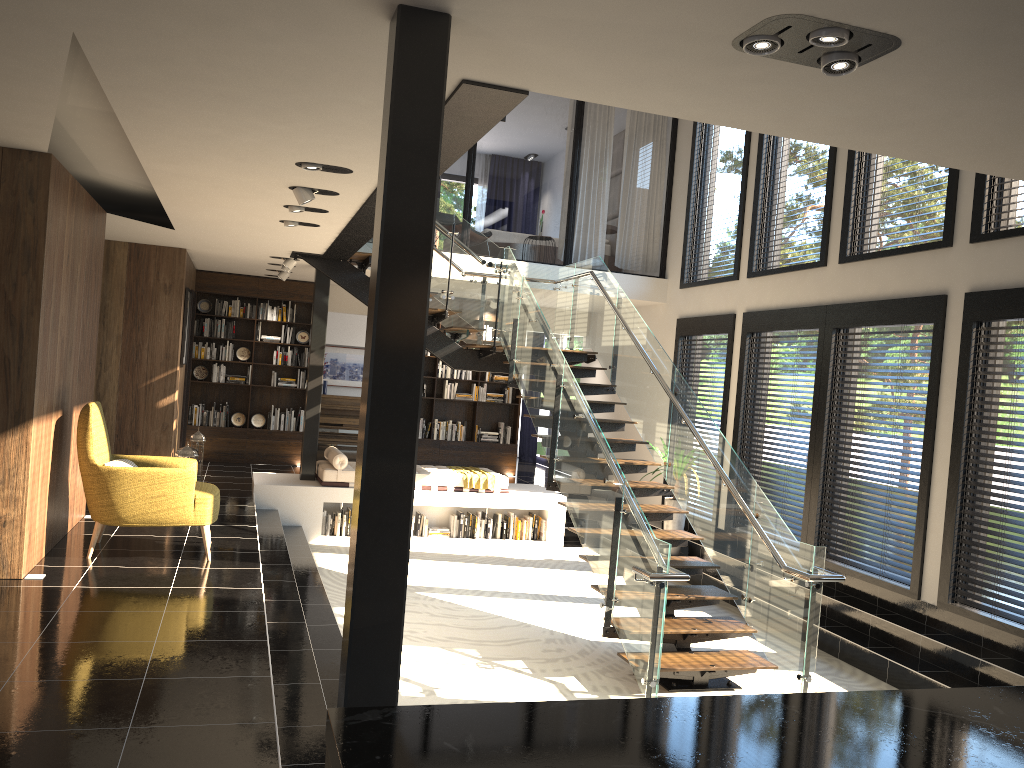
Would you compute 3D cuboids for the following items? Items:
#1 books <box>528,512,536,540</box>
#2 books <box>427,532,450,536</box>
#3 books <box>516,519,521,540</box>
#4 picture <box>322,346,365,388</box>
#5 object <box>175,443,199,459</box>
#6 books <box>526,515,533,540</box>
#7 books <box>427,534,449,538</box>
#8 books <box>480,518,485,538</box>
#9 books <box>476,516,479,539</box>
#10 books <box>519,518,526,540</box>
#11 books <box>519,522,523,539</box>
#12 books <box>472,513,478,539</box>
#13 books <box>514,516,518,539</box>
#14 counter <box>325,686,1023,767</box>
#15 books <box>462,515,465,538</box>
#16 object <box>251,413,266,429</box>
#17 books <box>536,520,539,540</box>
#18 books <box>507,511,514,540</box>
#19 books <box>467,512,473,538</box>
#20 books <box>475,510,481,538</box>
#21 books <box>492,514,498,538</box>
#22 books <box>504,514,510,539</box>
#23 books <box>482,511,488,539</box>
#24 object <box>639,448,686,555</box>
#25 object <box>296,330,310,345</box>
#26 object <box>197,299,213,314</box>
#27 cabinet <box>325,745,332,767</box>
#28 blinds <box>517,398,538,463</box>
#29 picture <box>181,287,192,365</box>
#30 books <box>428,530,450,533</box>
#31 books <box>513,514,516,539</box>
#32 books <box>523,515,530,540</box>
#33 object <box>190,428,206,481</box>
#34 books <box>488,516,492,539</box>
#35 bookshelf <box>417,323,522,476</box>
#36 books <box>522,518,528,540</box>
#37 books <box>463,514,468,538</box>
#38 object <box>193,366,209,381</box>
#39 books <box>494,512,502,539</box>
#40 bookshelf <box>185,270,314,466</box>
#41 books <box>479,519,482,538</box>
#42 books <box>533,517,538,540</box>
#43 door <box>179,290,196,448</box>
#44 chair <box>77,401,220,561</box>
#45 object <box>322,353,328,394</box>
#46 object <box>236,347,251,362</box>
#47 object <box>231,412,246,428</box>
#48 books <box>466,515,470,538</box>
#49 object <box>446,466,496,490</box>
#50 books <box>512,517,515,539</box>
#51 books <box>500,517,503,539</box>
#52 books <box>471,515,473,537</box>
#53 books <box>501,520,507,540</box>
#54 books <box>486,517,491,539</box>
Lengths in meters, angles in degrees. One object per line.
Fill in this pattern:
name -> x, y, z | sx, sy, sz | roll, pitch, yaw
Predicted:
books -> 0.237, 1.789, 11.199 | 0.042, 0.328, 0.205 | 4, 1, -17
books -> -0.910, 1.828, 10.866 | 0.261, 0.024, 0.167 | 4, 0, -20
books -> 0.060, 1.815, 11.117 | 0.025, 0.249, 0.208 | 4, 1, -17
picture -> -2.634, -0.279, 16.983 | 3.544, 0.748, 0.035 | 4, 1, -17
object -> -3.816, 0.912, 10.395 | 0.262, 0.483, 0.262 | 4, 1, -17
books -> 0.206, 1.809, 11.176 | 0.028, 0.285, 0.210 | 4, 1, -17
books -> -0.912, 1.852, 10.867 | 0.257, 0.024, 0.167 | 5, 0, -17
books -> -0.380, 1.789, 11.017 | 0.028, 0.231, 0.158 | 4, 1, -17
books -> -0.454, 1.764, 10.983 | 0.027, 0.270, 0.187 | 4, 1, -17
books -> 0.126, 1.822, 11.138 | 0.024, 0.246, 0.211 | 4, 1, -17
books -> 0.094, 1.834, 11.163 | 0.022, 0.216, 0.137 | 4, 1, -17
books -> -0.473, 1.754, 10.955 | 0.026, 0.287, 0.204 | 4, 1, -17
books -> 0.031, 1.795, 11.131 | 0.025, 0.285, 0.164 | 4, 1, -17
counter -> 1.546, 0.614, 1.424 | 3.574, 0.041, 0.698 | 5, 0, -17
books -> -0.625, 1.743, 10.952 | 0.030, 0.284, 0.176 | 4, 1, -17
object -> -3.673, 0.539, 12.837 | 0.212, 0.222, 0.082 | 4, 1, -17
books -> 0.291, 1.830, 11.220 | 0.019, 0.255, 0.180 | 4, 1, -17
books -> -0.032, 1.765, 11.100 | 0.028, 0.334, 0.205 | 4, 1, -17
books -> -0.534, 1.740, 10.965 | 0.035, 0.305, 0.151 | 4, 1, -17
books -> -0.431, 1.738, 11.009 | 0.029, 0.326, 0.152 | 4, 1, -17
books -> -0.231, 1.770, 11.071 | 0.066, 0.294, 0.142 | 4, 1, -17
books -> -0.069, 1.787, 11.124 | 0.027, 0.284, 0.177 | 4, 1, -17
books -> -0.347, 1.748, 11.021 | 0.033, 0.318, 0.152 | 4, 1, -17
object -> 1.892, 1.306, 10.289 | 0.876, 1.338, 0.829 | 4, 1, -28
object -> -3.059, -0.679, 12.980 | 0.212, 0.222, 0.082 | 4, 1, -17
object -> -4.354, -1.096, 12.559 | 0.212, 0.222, 0.082 | 4, 1, -17
cabinet -> 1.503, 1.131, 1.434 | 3.565, 0.994, 0.698 | 4, 1, -17
blinds -> 0.357, 0.135, 16.915 | 0.161, 2.771, 1.079 | 4, 1, -19
picture -> -3.967, -0.692, 10.805 | 0.028, 0.911, 0.748 | 4, 1, -17
books -> -0.909, 1.803, 10.871 | 0.274, 0.025, 0.156 | 4, 0, -20
books -> 0.009, 1.784, 11.126 | 0.021, 0.302, 0.167 | 4, 1, -17
books -> 0.168, 1.806, 11.184 | 0.039, 0.284, 0.199 | 4, 1, -17
object -> -3.781, 0.833, 10.643 | 0.182, 0.643, 0.182 | 4, 1, -17
books -> -0.286, 1.784, 11.024 | 0.019, 0.256, 0.186 | 4, 1, -17
bookshelf -> -0.873, 0.029, 13.708 | 2.090, 2.683, 0.273 | 4, 1, -17
books -> 0.146, 1.823, 11.150 | 0.021, 0.248, 0.197 | 4, 1, -17
books -> -0.590, 1.754, 10.936 | 0.029, 0.268, 0.173 | 4, 1, -17
object -> -4.423, -0.152, 12.604 | 0.212, 0.222, 0.082 | 4, 1, -17
books -> -0.182, 1.764, 11.071 | 0.027, 0.312, 0.189 | 4, 1, -17
bookshelf -> -3.756, -0.198, 12.816 | 1.704, 2.683, 0.273 | 4, 1, -17
books -> -0.411, 1.790, 11.026 | 0.026, 0.226, 0.132 | 4, 1, -17
books -> 0.272, 1.820, 11.200 | 0.030, 0.273, 0.185 | 4, 1, -17
door -> -4.422, -0.072, 11.972 | 0.104, 2.348, 0.930 | 4, 1, -17
chair -> -2.729, 0.711, 6.683 | 1.031, 1.098, 0.807 | 4, 1, -18
object -> -3.566, -0.225, 16.548 | 0.272, 0.860, 0.270 | 5, 1, -3
object -> -3.867, -0.425, 12.762 | 0.212, 0.222, 0.082 | 4, 1, -17
object -> -3.936, 0.518, 12.760 | 0.212, 0.222, 0.082 | 4, 1, -17
books -> -0.565, 1.756, 10.953 | 0.029, 0.268, 0.146 | 4, 1, -17
object -> -0.572, 1.338, 11.346 | 0.466, 0.510, 1.166 | 4, 0, -17
books -> -0.012, 1.792, 11.117 | 0.023, 0.283, 0.175 | 4, 1, -17
books -> -0.160, 1.794, 11.093 | 0.030, 0.256, 0.160 | 4, 1, -17
books -> -0.516, 1.759, 11.007 | 0.026, 0.270, 0.128 | 4, 1, -17
books -> -0.123, 1.811, 11.073 | 0.032, 0.229, 0.228 | 4, 1, -17
books -> -0.312, 1.784, 11.016 | 0.036, 0.253, 0.177 | 4, 1, -17
